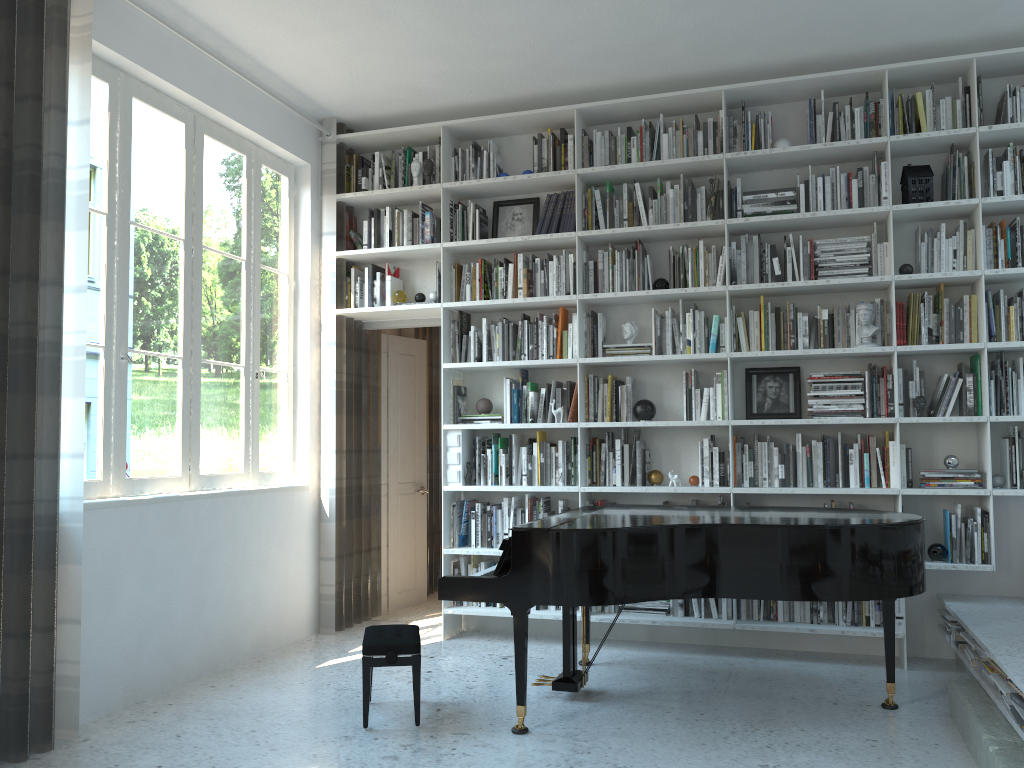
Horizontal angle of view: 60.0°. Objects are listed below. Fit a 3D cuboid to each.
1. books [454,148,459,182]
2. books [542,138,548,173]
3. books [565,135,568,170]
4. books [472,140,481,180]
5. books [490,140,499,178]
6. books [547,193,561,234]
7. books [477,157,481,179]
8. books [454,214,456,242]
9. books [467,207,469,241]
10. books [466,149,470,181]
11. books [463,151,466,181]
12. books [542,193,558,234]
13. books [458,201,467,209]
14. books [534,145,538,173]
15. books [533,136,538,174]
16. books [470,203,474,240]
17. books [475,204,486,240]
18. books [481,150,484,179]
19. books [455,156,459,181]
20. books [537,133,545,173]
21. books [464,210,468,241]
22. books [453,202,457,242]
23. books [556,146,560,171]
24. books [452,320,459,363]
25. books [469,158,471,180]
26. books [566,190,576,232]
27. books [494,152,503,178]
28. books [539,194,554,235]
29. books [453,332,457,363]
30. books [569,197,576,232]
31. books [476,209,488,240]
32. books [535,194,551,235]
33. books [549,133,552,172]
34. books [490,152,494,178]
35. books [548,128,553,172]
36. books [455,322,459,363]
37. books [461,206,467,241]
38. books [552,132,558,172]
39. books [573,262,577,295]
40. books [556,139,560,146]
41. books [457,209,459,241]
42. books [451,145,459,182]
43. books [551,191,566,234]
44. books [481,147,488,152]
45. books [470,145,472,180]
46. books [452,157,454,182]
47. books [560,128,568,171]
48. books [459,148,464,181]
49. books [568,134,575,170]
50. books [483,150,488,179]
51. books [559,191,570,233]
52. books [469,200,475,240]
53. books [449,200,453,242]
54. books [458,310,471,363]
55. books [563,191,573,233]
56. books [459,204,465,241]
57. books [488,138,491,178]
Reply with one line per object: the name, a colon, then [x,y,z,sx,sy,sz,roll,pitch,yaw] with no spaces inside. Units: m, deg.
books: [-0.333,-1.338,5.601,0.007,0.258,0.156,-1,-4,18]
books: [0.219,-1.351,5.410,0.028,0.249,0.155,-1,-4,18]
books: [0.355,-1.359,5.386,0.022,0.260,0.152,-1,-4,18]
books: [-0.210,-1.354,5.535,0.015,0.279,0.190,-1,-4,18]
books: [-0.108,-1.361,5.544,0.015,0.293,0.131,-1,-4,18]
books: [0.274,-0.997,5.393,0.110,0.279,0.174,-2,-4,18]
books: [-0.185,-1.305,5.543,0.026,0.182,0.161,-2,-4,18]
books: [-0.329,-0.945,5.572,0.015,0.206,0.172,-1,-4,18]
books: [-0.244,-0.967,5.539,0.019,0.243,0.153,-1,-4,18]
books: [-0.253,-1.333,5.569,0.016,0.243,0.156,-1,-4,18]
books: [-0.268,-1.324,5.568,0.013,0.225,0.177,-1,-4,18]
books: [0.247,-0.998,5.383,0.110,0.279,0.174,-2,-4,18]
books: [-0.310,-0.987,5.571,0.006,0.288,0.144,-1,-4,18]
books: [0.171,-1.333,5.431,0.028,0.218,0.153,-1,-4,18]
books: [0.156,-1.362,5.451,0.013,0.277,0.151,-1,-4,18]
books: [-0.223,-0.976,5.521,0.023,0.258,0.183,-1,-4,18]
books: [-0.194,-0.975,5.520,0.012,0.254,0.166,-1,-4,18]
books: [-0.155,-1.324,5.531,0.013,0.219,0.181,-1,-4,18]
books: [-0.315,-1.314,5.593,0.032,0.210,0.158,-2,-4,18]
books: [0.194,-1.365,5.420,0.024,0.279,0.188,-1,-4,18]
books: [-0.259,-0.955,5.532,0.018,0.218,0.186,-1,-4,18]
books: [-0.341,-0.985,5.574,0.006,0.287,0.148,-1,-4,18]
books: [0.304,-1.323,5.386,0.027,0.190,0.177,-2,-4,18]
books: [-0.342,-0.251,5.546,0.012,0.285,0.159,-1,-4,18]
books: [-0.236,-1.307,5.572,0.014,0.192,0.146,-1,-4,18]
books: [0.378,-1.006,5.360,0.078,0.285,0.174,-2,-4,18]
books: [-0.084,-1.320,5.527,0.013,0.210,0.136,-1,-4,18]
books: [0.231,-0.996,5.407,0.110,0.279,0.174,-2,-4,18]
books: [-0.327,-0.214,5.530,0.026,0.209,0.155,-1,-4,18]
books: [0.395,-1.007,5.340,0.078,0.285,0.174,-2,-4,18]
books: [-0.185,-0.955,5.507,0.012,0.214,0.185,-1,-4,18]
books: [0.207,-0.996,5.405,0.110,0.279,0.174,-2,-4,18]
books: [0.255,-1.368,5.411,0.013,0.283,0.166,-1,-4,18]
books: [-0.100,-1.317,5.521,0.014,0.201,0.170,-1,-4,18]
books: [0.247,-1.385,5.431,0.014,0.320,0.137,-1,-4,18]
books: [-0.310,-0.244,5.508,0.027,0.266,0.176,-1,-4,18]
books: [-0.282,-0.969,5.535,0.004,0.246,0.189,-1,-4,18]
books: [0.273,-1.365,5.394,0.011,0.274,0.183,-1,-4,18]
books: [0.408,-0.603,5.279,0.039,0.202,0.236,-2,-4,18]
books: [0.293,-1.353,5.418,0.013,0.254,0.129,-1,-4,18]
books: [-0.307,-0.958,5.551,0.009,0.228,0.184,-1,-4,18]
books: [-0.355,-1.350,5.612,0.007,0.285,0.159,-1,-4,18]
books: [0.297,-1.002,5.365,0.097,0.282,0.174,-2,-4,18]
books: [-0.165,-1.340,5.545,0.013,0.252,0.129,-1,-4,18]
books: [-0.226,-1.343,5.557,0.016,0.260,0.154,-1,-4,18]
books: [-0.346,-1.311,5.598,0.017,0.204,0.142,-1,-4,18]
books: [0.325,-1.378,5.371,0.025,0.297,0.163,-1,-4,18]
books: [-0.296,-1.335,5.580,0.012,0.249,0.180,-1,-4,18]
books: [0.376,-1.358,5.365,0.031,0.254,0.178,-1,-4,18]
books: [-0.141,-1.322,5.519,0.021,0.213,0.173,-1,-4,18]
books: [0.334,-1.005,5.374,0.078,0.285,0.174,-2,-4,18]
books: [-0.234,-0.986,5.535,0.005,0.281,0.191,-1,-4,18]
books: [-0.358,-0.989,5.569,0.005,0.292,0.184,-1,-4,18]
books: [-0.293,-0.278,5.502,0.012,0.333,0.184,-1,-4,18]
books: [0.357,-1.005,5.372,0.078,0.285,0.174,-2,-4,18]
books: [-0.294,-0.974,5.552,0.009,0.260,0.184,-1,-4,18]
books: [-0.122,-1.365,5.537,0.007,0.301,0.145,-1,-4,18]
